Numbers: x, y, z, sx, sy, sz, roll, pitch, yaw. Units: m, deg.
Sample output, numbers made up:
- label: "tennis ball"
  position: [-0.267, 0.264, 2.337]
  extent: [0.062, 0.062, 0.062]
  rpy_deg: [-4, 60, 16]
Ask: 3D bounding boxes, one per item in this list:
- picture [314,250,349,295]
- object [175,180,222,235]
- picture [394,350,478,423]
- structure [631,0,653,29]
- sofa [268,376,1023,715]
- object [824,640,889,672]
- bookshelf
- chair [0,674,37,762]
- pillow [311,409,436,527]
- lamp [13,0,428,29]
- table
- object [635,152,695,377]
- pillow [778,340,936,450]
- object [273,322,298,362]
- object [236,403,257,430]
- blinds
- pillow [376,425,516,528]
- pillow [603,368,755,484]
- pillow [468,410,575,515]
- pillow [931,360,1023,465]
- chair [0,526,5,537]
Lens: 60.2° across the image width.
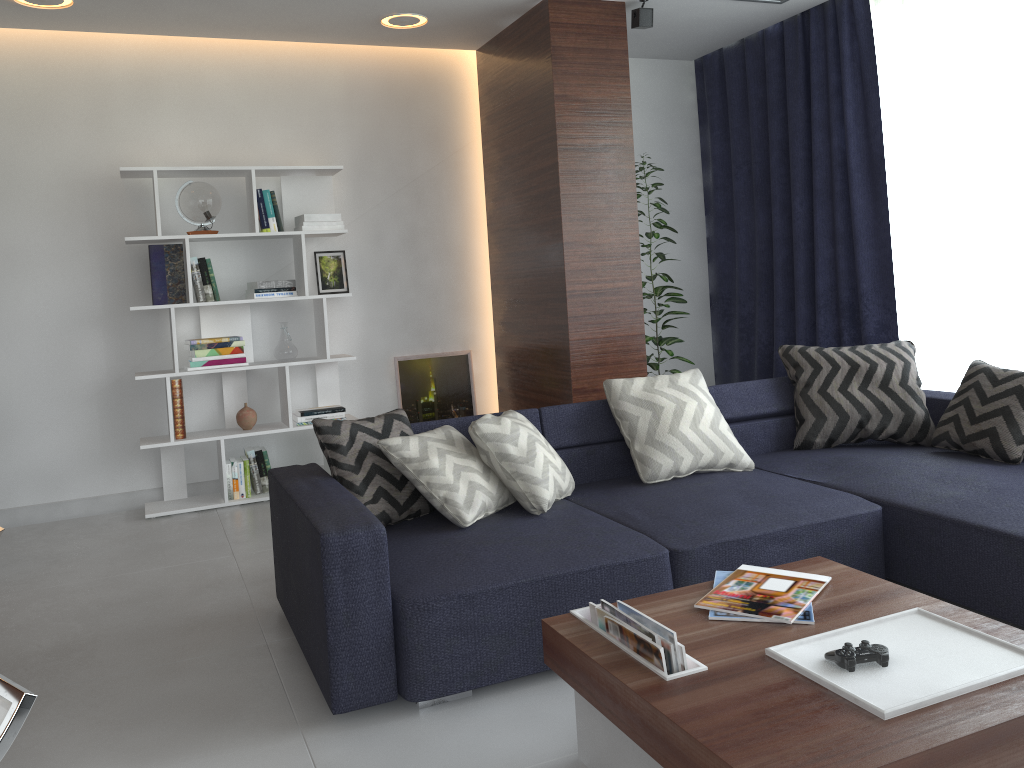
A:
- label: "picture"
  position: [-1.063, -0.657, 5.205]
  extent: [0.182, 0.255, 0.059]
  rpy_deg: [-5, 2, -23]
- label: "object"
  position: [-1.681, -0.908, 4.759]
  extent: [0.235, 0.382, 0.221]
  rpy_deg: [-4, 3, -3]
- label: "picture"
  position: [-0.453, 0.160, 5.453]
  extent: [0.501, 0.697, 0.083]
  rpy_deg: [-5, 2, -23]
- label: "structure"
  position: [0.693, -1.962, 4.706]
  extent: [0.085, 0.142, 0.114]
  rpy_deg: [-4, 4, -18]
- label: "sofa"
  position: [0.824, 0.421, 2.847]
  extent: [2.880, 0.606, 1.904]
  rpy_deg: [-6, 7, -23]
- label: "object"
  position: [0.654, 0.507, 1.665]
  extent: [0.112, 0.036, 0.071]
  rpy_deg: [-5, 6, -10]
- label: "bookshelf"
  position: [-1.476, -0.273, 4.890]
  extent: [1.153, 1.814, 0.300]
  rpy_deg: [-5, 2, -23]
- label: "chair"
  position: [-0.752, 0.695, 0.861]
  extent: [0.396, 0.706, 0.466]
  rpy_deg: [-1, 4, 40]
- label: "pillow"
  position: [-0.451, 0.283, 3.034]
  extent: [0.221, 0.384, 0.417]
  rpy_deg: [-2, 5, 37]
- label: "lamp"
  position: [-2.508, -1.335, 0.664]
  extent: [9.629, 0.084, 5.350]
  rpy_deg: [-8, 8, -36]
- label: "table"
  position: [0.599, 0.683, 1.783]
  extent: [0.802, 0.351, 0.808]
  rpy_deg: [-6, 6, -23]
- label: "object"
  position: [0.867, -0.490, 5.388]
  extent: [0.502, 1.839, 0.485]
  rpy_deg: [-2, 2, 36]
- label: "pillow"
  position: [1.501, 0.084, 3.850]
  extent: [0.597, 0.517, 0.357]
  rpy_deg: [-3, 3, 8]
- label: "object"
  position: [-1.269, -0.235, 4.936]
  extent: [0.132, 0.219, 0.132]
  rpy_deg: [-4, 3, -17]
- label: "object"
  position: [-1.466, 0.178, 4.877]
  extent: [0.111, 0.147, 0.123]
  rpy_deg: [-5, 4, -25]
- label: "blinds"
  position: [0.259, -0.530, 2.000]
  extent: [5.811, 2.761, 7.160]
  rpy_deg: [-6, 6, -19]
- label: "pillow"
  position: [-0.204, 0.304, 3.031]
  extent: [0.329, 0.293, 0.418]
  rpy_deg: [-1, 5, 29]
- label: "pillow"
  position: [0.646, 0.160, 3.488]
  extent: [0.496, 0.387, 0.343]
  rpy_deg: [-6, 4, -23]
- label: "pillow"
  position: [0.045, 0.265, 3.166]
  extent: [0.280, 0.350, 0.421]
  rpy_deg: [-2, 5, 20]
- label: "pillow"
  position: [1.859, 0.101, 3.405]
  extent: [0.287, 0.343, 0.416]
  rpy_deg: [-5, 5, -18]
- label: "chair"
  position: [-1.137, 0.654, 1.441]
  extent: [0.464, 0.706, 0.397]
  rpy_deg: [-4, 3, -5]
